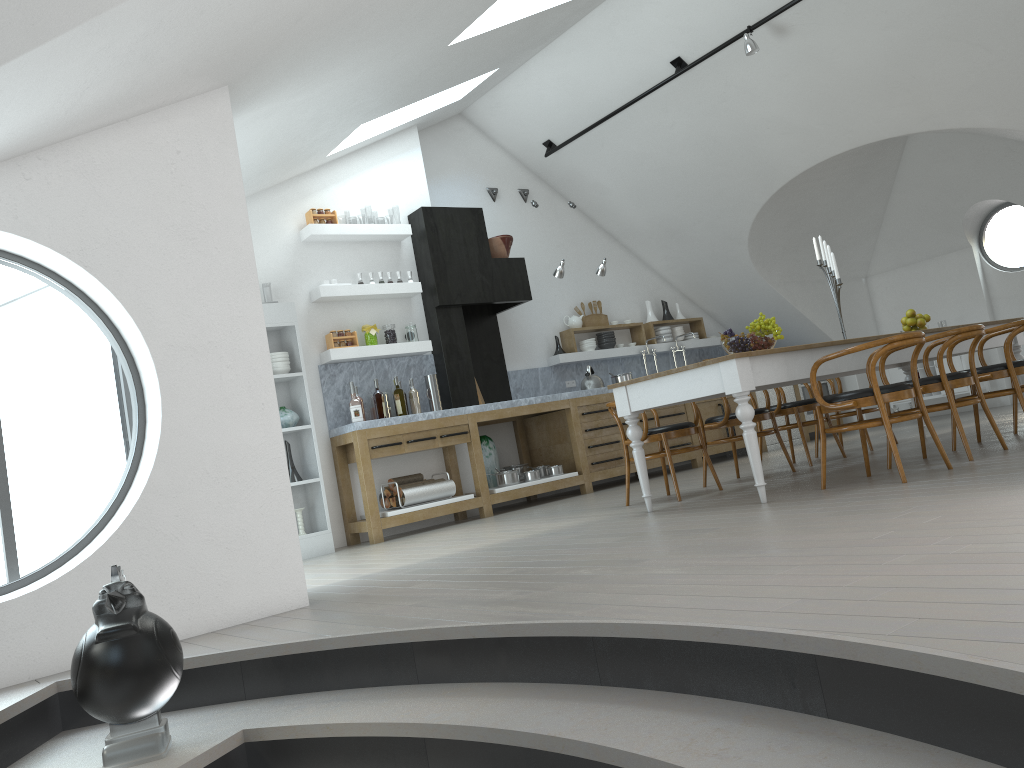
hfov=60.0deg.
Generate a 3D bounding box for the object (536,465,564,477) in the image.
[{"bbox_3d":[0.371,0.809,8.258,0.154,0.113,0.259,-7,-6,-37],"label":"object"}]

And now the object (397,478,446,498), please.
[{"bbox_3d":[-0.748,0.866,7.376,0.437,0.094,0.092,-7,-6,-39],"label":"object"}]

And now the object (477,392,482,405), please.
[{"bbox_3d":[-0.355,0.081,8.408,0.147,0.337,0.081,-16,-8,43],"label":"object"}]

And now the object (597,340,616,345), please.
[{"bbox_3d":[1.061,-0.438,9.886,0.205,0.086,0.205,-11,-5,1],"label":"object"}]

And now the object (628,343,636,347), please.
[{"bbox_3d":[1.377,-0.440,10.141,0.099,0.049,0.098,-7,-6,-39],"label":"object"}]

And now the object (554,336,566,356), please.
[{"bbox_3d":[0.495,-0.413,9.497,0.155,0.219,0.156,-14,-7,34],"label":"object"}]

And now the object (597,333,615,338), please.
[{"bbox_3d":[1.051,-0.512,9.900,0.205,0.084,0.205,-10,-5,-9],"label":"object"}]

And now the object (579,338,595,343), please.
[{"bbox_3d":[0.831,-0.453,9.724,0.181,0.076,0.180,-11,-5,1],"label":"object"}]

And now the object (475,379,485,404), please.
[{"bbox_3d":[-0.353,0.047,8.603,0.148,0.428,0.078,-10,-6,-2],"label":"object"}]

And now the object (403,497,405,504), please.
[{"bbox_3d":[-0.703,0.934,7.338,0.423,0.067,0.067,-7,-6,-39],"label":"object"}]

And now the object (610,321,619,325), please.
[{"bbox_3d":[1.162,-0.682,10.045,0.099,0.049,0.098,-7,-6,-39],"label":"object"}]

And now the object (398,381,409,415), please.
[{"bbox_3d":[-0.955,0.138,7.710,0.085,0.332,0.085,-7,-7,-28],"label":"object"}]

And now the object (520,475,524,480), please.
[{"bbox_3d":[0.022,0.875,8.296,0.506,0.053,0.263,-13,-5,30],"label":"object"}]

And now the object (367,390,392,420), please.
[{"bbox_3d":[-1.129,0.178,7.543,0.184,0.287,0.183,-9,-6,-13],"label":"object"}]

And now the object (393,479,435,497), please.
[{"bbox_3d":[-0.818,0.866,7.422,0.363,0.087,0.101,-7,-6,-39],"label":"object"}]

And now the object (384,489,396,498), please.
[{"bbox_3d":[-0.868,0.895,7.507,0.435,0.080,0.114,-7,-6,-39],"label":"object"}]

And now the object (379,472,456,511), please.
[{"bbox_3d":[-0.803,0.905,7.482,0.528,0.232,0.427,-7,-6,-39],"label":"object"}]

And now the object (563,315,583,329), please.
[{"bbox_3d":[0.682,-0.676,9.706,0.173,0.169,0.168,-14,-6,37],"label":"object"}]

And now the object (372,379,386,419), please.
[{"bbox_3d":[-1.104,0.134,7.348,0.092,0.360,0.092,-10,-6,-3],"label":"object"}]

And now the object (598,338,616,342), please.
[{"bbox_3d":[1.062,-0.467,9.886,0.205,0.087,0.205,-11,-5,6],"label":"object"}]

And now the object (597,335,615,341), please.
[{"bbox_3d":[1.054,-0.487,9.893,0.205,0.072,0.206,-14,-6,40],"label":"object"}]

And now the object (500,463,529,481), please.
[{"bbox_3d":[-0.045,0.884,8.723,0.455,0.198,0.267,-10,-5,-3],"label":"object"}]

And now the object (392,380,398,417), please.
[{"bbox_3d":[-0.970,0.128,7.584,0.092,0.340,0.091,-9,-6,-19],"label":"object"}]

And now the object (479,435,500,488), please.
[{"bbox_3d":[-0.239,0.735,8.420,0.230,0.500,0.230,-11,-6,4],"label":"object"}]

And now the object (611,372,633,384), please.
[{"bbox_3d":[1.191,-0.044,9.274,0.231,0.171,0.394,-14,-6,33],"label":"object"}]

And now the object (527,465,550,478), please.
[{"bbox_3d":[0.270,0.837,8.476,0.182,0.134,0.307,-9,-5,-12],"label":"object"}]

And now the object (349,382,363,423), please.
[{"bbox_3d":[-1.297,0.158,7.309,0.088,0.361,0.085,-9,-6,-15],"label":"object"}]

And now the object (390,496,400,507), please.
[{"bbox_3d":[-0.796,0.952,7.462,0.480,0.084,0.093,-7,-6,-39],"label":"object"}]

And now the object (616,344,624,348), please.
[{"bbox_3d":[1.223,-0.421,10.026,0.099,0.049,0.098,-7,-6,-39],"label":"object"}]

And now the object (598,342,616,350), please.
[{"bbox_3d":[1.066,-0.412,9.883,0.205,0.072,0.206,-14,-6,40],"label":"object"}]

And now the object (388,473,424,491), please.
[{"bbox_3d":[-0.890,0.823,7.453,0.292,0.102,0.103,-7,-6,-39],"label":"object"}]

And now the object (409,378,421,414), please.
[{"bbox_3d":[-0.844,0.115,7.654,0.085,0.332,0.085,-7,-7,-28],"label":"object"}]

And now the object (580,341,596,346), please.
[{"bbox_3d":[0.835,-0.425,9.720,0.181,0.069,0.180,-9,-5,-19],"label":"object"}]

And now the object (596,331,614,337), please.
[{"bbox_3d":[1.043,-0.538,9.904,0.206,0.080,0.204,-7,-6,-34],"label":"object"}]

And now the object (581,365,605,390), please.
[{"bbox_3d":[0.800,-0.060,8.990,0.246,0.268,0.245,-8,-6,-27],"label":"object"}]

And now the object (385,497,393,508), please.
[{"bbox_3d":[-0.862,0.968,7.515,0.455,0.090,0.090,-7,-6,-39],"label":"object"}]

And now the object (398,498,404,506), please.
[{"bbox_3d":[-0.751,0.949,7.401,0.423,0.067,0.067,-7,-6,-39],"label":"object"}]

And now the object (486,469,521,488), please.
[{"bbox_3d":[-0.091,0.856,8.024,0.377,0.164,0.223,-15,-7,42],"label":"object"}]

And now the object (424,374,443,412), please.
[{"bbox_3d":[-0.702,0.091,7.809,0.164,0.340,0.114,-7,-7,-33],"label":"object"}]

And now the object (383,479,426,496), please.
[{"bbox_3d":[-0.904,0.882,7.581,0.423,0.073,0.071,-7,-6,-39],"label":"object"}]

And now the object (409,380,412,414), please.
[{"bbox_3d":[-0.862,0.125,7.762,0.081,0.330,0.081,-10,-6,-10],"label":"object"}]

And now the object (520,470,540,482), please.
[{"bbox_3d":[0.142,0.836,8.060,0.260,0.113,0.154,-15,-7,42],"label":"object"}]

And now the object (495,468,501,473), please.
[{"bbox_3d":[-0.059,0.814,7.924,0.190,0.153,0.051,-7,-7,-37],"label":"object"}]

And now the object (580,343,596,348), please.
[{"bbox_3d":[0.837,-0.401,9.716,0.181,0.065,0.180,-11,-5,1],"label":"object"}]

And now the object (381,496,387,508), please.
[{"bbox_3d":[-0.912,0.975,7.586,0.437,0.092,0.091,-7,-6,-39],"label":"object"}]

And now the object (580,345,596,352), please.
[{"bbox_3d":[0.841,-0.379,9.714,0.181,0.064,0.180,-9,-5,-14],"label":"object"}]

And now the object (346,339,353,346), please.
[{"bbox_3d":[-1.388,-0.344,7.565,0.059,0.075,0.058,-9,-6,-14],"label":"object"}]

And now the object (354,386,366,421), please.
[{"bbox_3d":[-1.285,0.180,7.426,0.085,0.332,0.085,-7,-7,-28],"label":"object"}]

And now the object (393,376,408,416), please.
[{"bbox_3d":[-0.949,0.110,7.469,0.092,0.360,0.092,-11,-6,7],"label":"object"}]

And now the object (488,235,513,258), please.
[{"bbox_3d":[-0.148,-1.301,8.714,0.348,0.237,0.365,-9,-5,-19],"label":"object"}]

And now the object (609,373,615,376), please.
[{"bbox_3d":[1.103,-0.056,9.255,0.051,0.167,0.235,-5,-7,-41],"label":"object"}]
